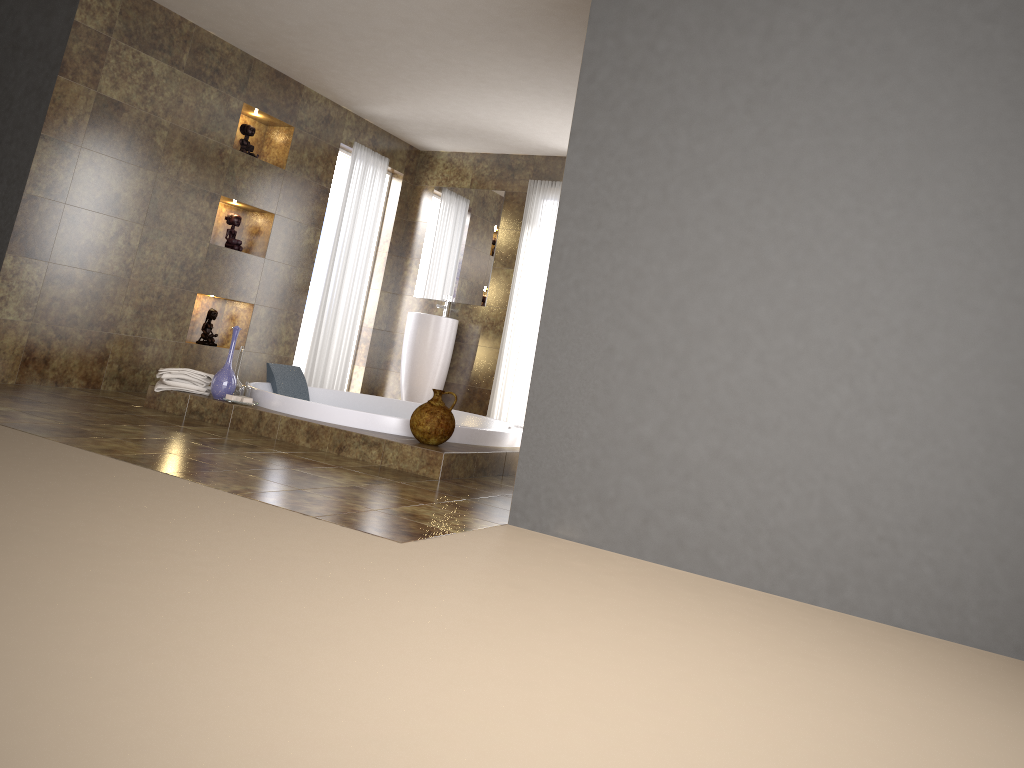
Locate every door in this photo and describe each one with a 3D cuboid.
[{"bbox_3d":[-1.862,-1.004,8.289,0.968,2.291,0.038,7,-12,17],"label":"door"}]

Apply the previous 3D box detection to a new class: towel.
[{"bbox_3d":[-1.906,-0.020,5.041,0.317,0.154,0.336,10,-1,-19],"label":"towel"}]

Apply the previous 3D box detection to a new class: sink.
[{"bbox_3d":[-0.764,-0.261,7.657,0.462,1.169,0.419,4,-11,29],"label":"sink"}]

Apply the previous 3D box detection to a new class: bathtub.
[{"bbox_3d":[-0.783,0.279,5.373,1.710,0.537,1.752,10,0,-32],"label":"bathtub"}]

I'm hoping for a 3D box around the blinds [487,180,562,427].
[{"bbox_3d":[0.179,-0.700,7.547,0.522,2.329,0.064,4,-13,26],"label":"blinds"}]

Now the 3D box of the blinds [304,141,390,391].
[{"bbox_3d":[-1.432,-0.971,7.564,0.068,2.342,0.575,4,-12,27],"label":"blinds"}]

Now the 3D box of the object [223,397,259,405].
[{"bbox_3d":[-1.494,0.101,4.765,0.191,0.019,0.184,10,1,16],"label":"object"}]

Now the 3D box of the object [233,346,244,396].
[{"bbox_3d":[-1.595,-0.068,5.003,0.131,0.317,0.125,3,-12,34],"label":"object"}]

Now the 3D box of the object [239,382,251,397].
[{"bbox_3d":[-1.521,0.044,4.926,0.057,0.119,0.056,11,-9,-11],"label":"object"}]

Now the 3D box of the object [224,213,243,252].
[{"bbox_3d":[-2.095,-1.148,6.534,0.176,0.293,0.107,5,-11,26],"label":"object"}]

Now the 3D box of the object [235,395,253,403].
[{"bbox_3d":[-1.484,0.086,4.776,0.101,0.033,0.059,9,-2,42],"label":"object"}]

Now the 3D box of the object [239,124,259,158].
[{"bbox_3d":[-2.012,-1.866,6.625,0.153,0.274,0.117,5,-10,27],"label":"object"}]

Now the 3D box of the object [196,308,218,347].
[{"bbox_3d":[-2.218,-0.421,6.361,0.153,0.282,0.145,5,-10,27],"label":"object"}]

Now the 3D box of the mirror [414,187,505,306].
[{"bbox_3d":[-0.494,-1.302,8.066,0.774,1.122,0.008,6,-12,26],"label":"mirror"}]

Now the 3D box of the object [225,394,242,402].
[{"bbox_3d":[-1.521,0.078,4.719,0.054,0.035,0.071,8,-2,27],"label":"object"}]

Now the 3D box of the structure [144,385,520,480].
[{"bbox_3d":[-0.783,0.288,5.372,2.026,0.127,1.939,10,1,27],"label":"structure"}]

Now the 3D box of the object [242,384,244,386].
[{"bbox_3d":[-1.681,0.033,5.145,0.170,0.077,0.165,10,-1,8],"label":"object"}]

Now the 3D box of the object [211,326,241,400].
[{"bbox_3d":[-1.595,-0.123,4.870,0.137,0.432,0.130,2,-12,34],"label":"object"}]

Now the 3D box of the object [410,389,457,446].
[{"bbox_3d":[-0.395,0.165,4.368,0.230,0.283,0.223,10,-7,-1],"label":"object"}]
